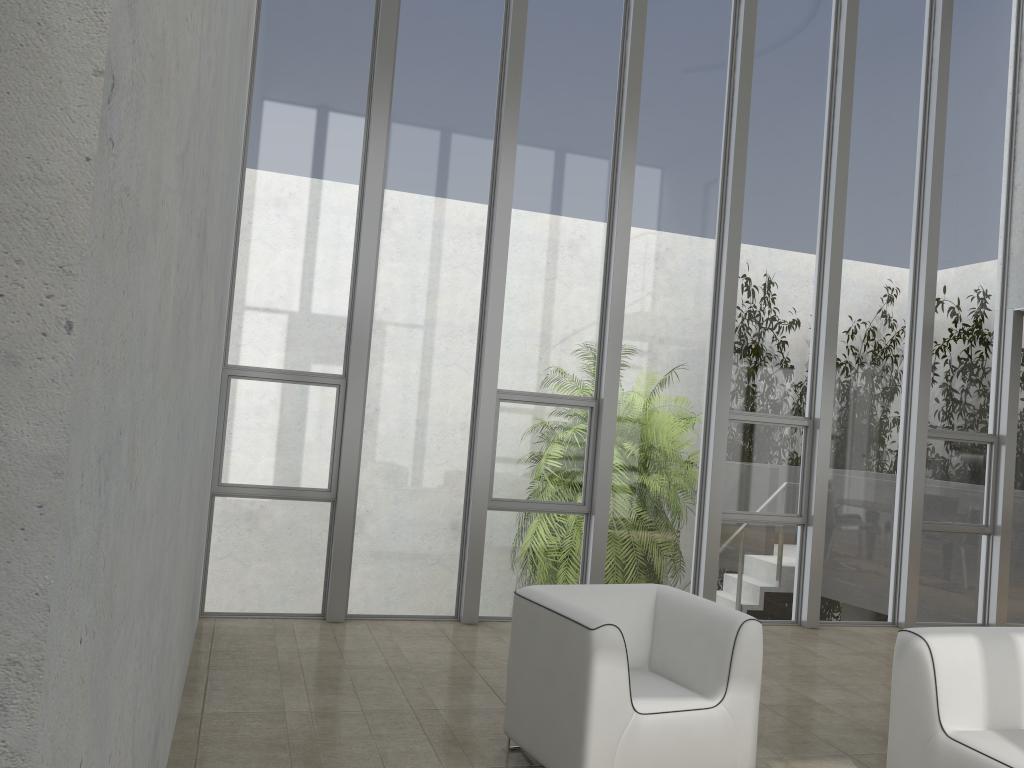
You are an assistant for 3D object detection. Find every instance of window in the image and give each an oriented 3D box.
[{"bbox_3d":[-0.529,-1.229,6.194,0.741,5.650,0.010,5,-3,-17],"label":"window"},{"bbox_3d":[2.959,-0.904,7.235,0.741,5.650,0.010,5,-3,-17],"label":"window"},{"bbox_3d":[-1.397,-1.311,5.919,0.800,5.700,0.050,5,-3,-17],"label":"window"},{"bbox_3d":[2.091,-0.985,6.960,0.800,5.700,0.050,5,-3,-17],"label":"window"},{"bbox_3d":[1.215,-1.066,6.714,0.741,5.650,0.010,5,-3,-17],"label":"window"},{"bbox_3d":[3.835,-0.822,7.481,0.800,5.700,0.050,5,-3,-17],"label":"window"},{"bbox_3d":[0.347,-1.148,6.440,0.800,5.700,0.050,5,-3,-17],"label":"window"},{"bbox_3d":[4.583,0.753,7.691,0.741,2.645,0.010,5,-3,-17],"label":"window"}]

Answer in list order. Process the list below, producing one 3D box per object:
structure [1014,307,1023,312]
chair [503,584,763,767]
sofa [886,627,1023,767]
[{"bbox_3d":[2.496,-1.496,5.007,10.665,6.605,9.817,5,-3,-18],"label":"structure"},{"bbox_3d":[0.484,1.208,3.680,0.829,0.635,0.720,6,-3,-27],"label":"chair"},{"bbox_3d":[2.365,1.309,2.524,0.971,0.638,2.601,5,-3,-17],"label":"sofa"}]
